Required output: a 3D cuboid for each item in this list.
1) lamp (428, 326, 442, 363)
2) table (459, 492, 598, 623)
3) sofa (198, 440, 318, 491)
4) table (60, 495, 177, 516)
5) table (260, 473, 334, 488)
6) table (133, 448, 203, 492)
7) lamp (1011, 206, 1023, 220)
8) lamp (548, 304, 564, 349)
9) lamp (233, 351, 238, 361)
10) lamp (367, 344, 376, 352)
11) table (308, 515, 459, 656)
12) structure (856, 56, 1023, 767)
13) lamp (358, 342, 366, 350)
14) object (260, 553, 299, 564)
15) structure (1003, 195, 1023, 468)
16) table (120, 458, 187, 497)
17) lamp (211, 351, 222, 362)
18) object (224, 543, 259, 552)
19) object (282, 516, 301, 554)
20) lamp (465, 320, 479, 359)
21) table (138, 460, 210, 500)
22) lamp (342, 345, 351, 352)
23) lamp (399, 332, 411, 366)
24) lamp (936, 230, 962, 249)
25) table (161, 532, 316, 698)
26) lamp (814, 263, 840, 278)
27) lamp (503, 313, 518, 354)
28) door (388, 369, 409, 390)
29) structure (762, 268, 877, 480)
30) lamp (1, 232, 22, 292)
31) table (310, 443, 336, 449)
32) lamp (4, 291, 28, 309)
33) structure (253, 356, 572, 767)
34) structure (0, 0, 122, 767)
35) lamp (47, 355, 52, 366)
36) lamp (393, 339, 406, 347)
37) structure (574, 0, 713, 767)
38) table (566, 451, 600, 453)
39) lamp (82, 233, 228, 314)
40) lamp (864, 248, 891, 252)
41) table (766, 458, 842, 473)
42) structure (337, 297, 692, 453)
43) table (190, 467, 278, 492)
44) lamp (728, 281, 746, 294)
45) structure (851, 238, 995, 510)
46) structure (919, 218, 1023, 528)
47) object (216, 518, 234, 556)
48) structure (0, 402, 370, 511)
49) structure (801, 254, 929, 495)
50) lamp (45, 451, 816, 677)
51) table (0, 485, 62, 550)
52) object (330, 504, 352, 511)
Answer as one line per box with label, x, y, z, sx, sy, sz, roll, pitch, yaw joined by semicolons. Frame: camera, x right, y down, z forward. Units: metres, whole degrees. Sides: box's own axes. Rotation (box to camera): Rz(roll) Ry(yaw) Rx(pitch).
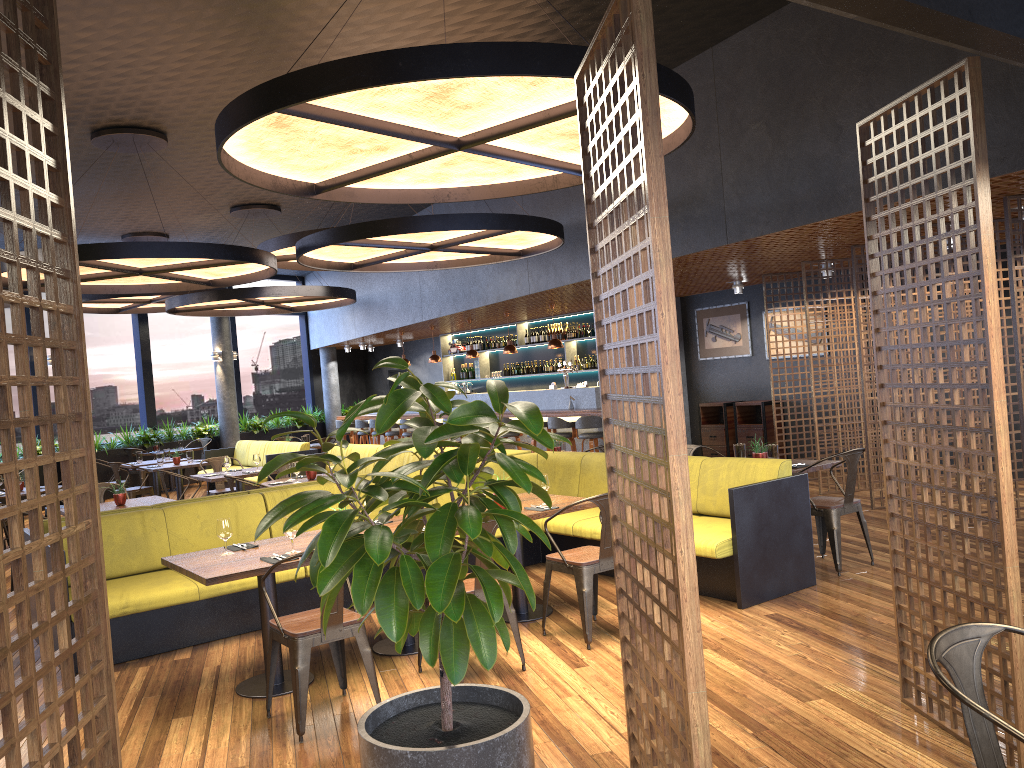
lamp;-1.475;-0.742;16.681;0.250;0.673;0.250;-5;1;-3
table;0.051;1.224;6.185;0.906;0.763;0.887;-5;1;-36
sofa;-4.184;1.418;14.364;0.966;0.914;3.061;-5;1;-36
table;-3.618;1.505;8.226;0.887;0.763;0.906;-5;1;-36
table;-2.065;1.368;9.204;1.007;0.760;1.007;-5;1;2
table;-6.562;1.663;17.010;0.887;0.763;0.906;-4;1;29
lamp;4.291;-1.387;7.316;0.228;0.172;0.228;-5;1;-36
lamp;0.647;-0.888;13.702;0.250;0.673;0.250;-5;1;-3
lamp;-5.939;-0.594;18.905;0.215;0.215;0.189;-4;1;33
lamp;-3.475;-0.888;21.821;0.228;0.172;0.228;-5;1;-36
table;-0.684;1.289;5.659;0.906;0.763;0.887;-5;1;-36
structure;1.774;0.135;3.712;0.050;2.700;0.852;-5;1;-6
lamp;-3.433;-0.878;20.368;0.228;0.172;0.228;-5;1;-36
object;-1.290;0.955;4.885;0.157;0.019;0.255;-5;1;-35
structure;4.467;-0.113;6.738;1.319;2.700;0.050;-5;1;-6
table;-5.666;1.617;14.129;0.906;0.763;0.887;-5;1;-36
lamp;-6.157;-0.571;18.386;0.215;0.215;0.189;-5;1;15
object;-1.624;0.978;5.341;0.157;0.019;0.255;-5;1;-35
object;-1.256;0.857;5.053;0.097;0.206;0.097;-5;1;10
lamp;-0.723;-0.794;15.625;0.250;0.673;0.250;-5;1;-3
table;-4.914;1.565;13.075;0.887;0.763;0.906;-5;1;-36
lamp;-3.902;-0.846;21.057;0.228;0.172;0.228;-5;1;-36
lamp;-2.167;-0.695;17.652;0.250;0.673;0.250;-4;1;42
lamp;4.233;-1.394;8.538;0.228;0.172;0.228;-5;1;-36
table;-1.414;1.354;5.129;0.906;0.763;0.887;-5;1;-36
lamp;3.854;-1.384;10.844;0.228;0.172;0.228;-5;1;-36
lamp;-0.054;-0.840;14.686;0.250;0.673;0.250;-5;1;-3
door;-2.731;0.655;22.041;0.137;2.056;1.012;-5;1;-36
structure;4.002;-0.120;11.530;1.319;2.700;0.050;-5;1;-6
lamp;-6.940;-1.796;10.649;2.778;1.159;2.778;-4;1;32
table;-3.437;1.427;14.926;0.906;0.763;0.887;-5;1;-36
lamp;-8.408;-1.762;13.499;1.979;1.093;1.979;-4;1;18
structure;-0.231;0.776;3.052;0.993;1.763;1.166;-4;1;25
structure;-0.982;0.378;1.737;0.050;2.700;0.852;-5;1;-6
lamp;-7.936;-0.397;15.285;0.215;0.215;0.189;-4;1;22
lamp;-2.599;-0.948;20.591;0.228;0.172;0.228;-5;1;-36
structure;0.396;0.257;2.724;0.050;2.700;0.852;-5;1;-6
table;0.498;1.157;9.455;0.887;0.763;0.906;-5;1;-36
lamp;-6.121;-1.903;14.928;2.778;1.159;2.778;-5;1;0
lamp;4.012;-1.386;9.667;0.228;0.172;0.228;-5;1;-36
table;2.067;1.049;7.260;0.887;0.763;0.906;-5;1;-36
structure;0.057;0.163;15.752;2.700;2.700;9.298;-5;1;-36
table;-3.300;1.455;10.785;0.906;0.763;0.887;-5;1;-36
lamp;3.132;-1.339;12.286;0.228;0.172;0.228;-5;1;-36
structure;4.234;-0.117;9.134;1.319;2.700;0.050;-5;1;-6
structure;4.351;-0.115;7.936;1.319;2.700;0.050;-5;1;-6
object;-1.673;0.890;5.171;0.097;0.206;0.097;-5;1;10
structure;-7.486;1.416;16.627;0.808;1.413;17.112;-4;1;29
structure;4.118;-0.118;10.332;1.319;2.700;0.050;-5;1;-6
lamp;1.213;0.138;7.557;9.057;2.714;3.017;-5;1;-35
table;-5.908;1.669;10.648;1.007;0.760;1.007;-4;1;42
object;-1.026;0.800;5.372;0.238;0.271;0.260;-5;1;-14
